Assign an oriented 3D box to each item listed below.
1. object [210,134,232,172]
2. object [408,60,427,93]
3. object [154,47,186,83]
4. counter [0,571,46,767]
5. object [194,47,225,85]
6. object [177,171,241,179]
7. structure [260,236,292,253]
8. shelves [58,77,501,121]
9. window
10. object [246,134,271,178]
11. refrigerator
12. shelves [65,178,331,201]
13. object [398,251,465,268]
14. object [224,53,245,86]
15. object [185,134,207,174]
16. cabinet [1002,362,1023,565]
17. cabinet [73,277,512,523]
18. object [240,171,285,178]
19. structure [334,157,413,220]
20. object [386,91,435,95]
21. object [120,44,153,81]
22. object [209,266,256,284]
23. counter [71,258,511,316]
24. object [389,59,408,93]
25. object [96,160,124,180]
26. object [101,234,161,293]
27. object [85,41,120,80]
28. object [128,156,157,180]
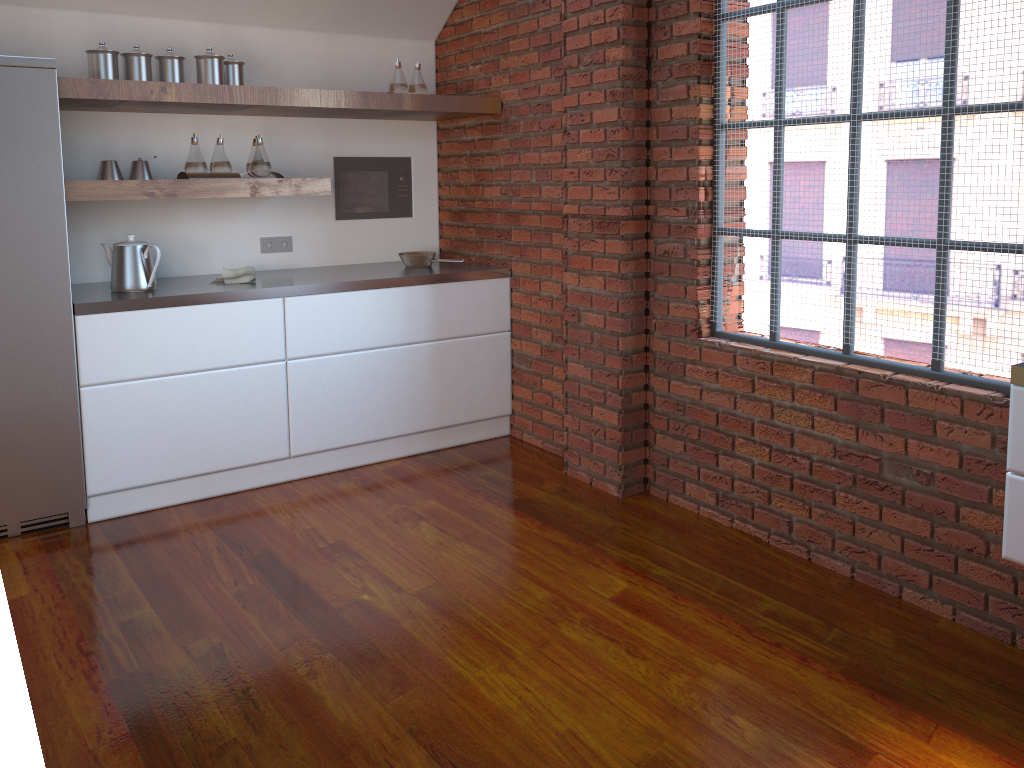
[{"bbox_3d":[-1.288,-1.007,3.887,0.093,0.189,0.094,1,8,9],"label":"object"},{"bbox_3d":[-0.472,-1.521,4.399,0.093,0.189,0.094,1,8,9],"label":"object"},{"bbox_3d":[-1.461,-1.349,3.761,0.128,0.175,0.129,-8,11,-38],"label":"object"},{"bbox_3d":[-0.649,0.451,0.198,1.031,0.128,3.185,-9,16,-33],"label":"counter"},{"bbox_3d":[-1.290,-1.351,3.760,0.128,0.175,0.129,-8,11,-38],"label":"object"},{"bbox_3d":[-1.332,-0.917,3.864,0.225,0.032,0.197,-10,16,-35],"label":"object"},{"bbox_3d":[-1.199,-0.707,4.465,0.161,0.079,0.033,-9,11,-34],"label":"structure"},{"bbox_3d":[-1.055,-1.303,4.088,1.990,0.075,0.663,-10,16,-34],"label":"shelves"},{"bbox_3d":[4.858,-0.361,1.416,3.660,9.757,17.591,-8,13,-43],"label":"window"},{"bbox_3d":[-1.157,-1.038,4.012,0.094,0.190,0.205,-4,11,-25],"label":"object"},{"bbox_3d":[-2.210,-0.317,3.315,0.917,1.747,0.789,-6,9,-34],"label":"refrigerator"},{"bbox_3d":[-1.427,-0.863,3.876,1.073,0.075,0.663,-10,16,-33],"label":"shelves"},{"bbox_3d":[-0.426,-0.627,4.479,0.350,0.073,0.197,9,16,36],"label":"object"},{"bbox_3d":[-1.262,-1.396,3.952,0.128,0.175,0.129,-8,11,-38],"label":"object"},{"bbox_3d":[-1.376,-0.992,3.823,0.093,0.188,0.094,-4,8,-22],"label":"object"},{"bbox_3d":[1.777,0.317,1.532,0.339,0.467,1.644,-6,14,-33],"label":"cabinet"},{"bbox_3d":[-1.022,-0.063,4.205,1.997,0.805,0.720,-9,12,-34],"label":"cabinet"},{"bbox_3d":[-1.156,-0.956,4.021,0.195,0.032,0.227,-7,14,-24],"label":"object"},{"bbox_3d":[-0.740,-1.056,4.742,0.460,0.330,0.013,-8,9,-34],"label":"structure"},{"bbox_3d":[-0.515,-1.432,4.376,0.225,0.032,0.197,-10,16,-35],"label":"object"},{"bbox_3d":[-1.562,-1.325,3.664,0.128,0.175,0.129,-8,11,-38],"label":"object"},{"bbox_3d":[-1.253,-0.493,3.968,0.204,0.060,0.199,-3,13,-12],"label":"object"},{"bbox_3d":[-1.026,-0.487,4.157,1.997,0.044,0.724,-10,16,-33],"label":"counter"},{"bbox_3d":[-0.559,-1.506,4.336,0.093,0.188,0.094,-4,8,-22],"label":"object"},{"bbox_3d":[-1.656,-0.880,3.623,0.106,0.080,0.108,-2,11,-5],"label":"object"},{"bbox_3d":[-1.601,-0.509,3.690,0.302,0.235,0.184,-1,9,-3],"label":"object"},{"bbox_3d":[-1.659,-1.302,3.570,0.128,0.175,0.129,-8,11,-38],"label":"object"},{"bbox_3d":[-1.557,-0.906,3.688,0.106,0.098,0.108,1,10,8],"label":"object"}]
